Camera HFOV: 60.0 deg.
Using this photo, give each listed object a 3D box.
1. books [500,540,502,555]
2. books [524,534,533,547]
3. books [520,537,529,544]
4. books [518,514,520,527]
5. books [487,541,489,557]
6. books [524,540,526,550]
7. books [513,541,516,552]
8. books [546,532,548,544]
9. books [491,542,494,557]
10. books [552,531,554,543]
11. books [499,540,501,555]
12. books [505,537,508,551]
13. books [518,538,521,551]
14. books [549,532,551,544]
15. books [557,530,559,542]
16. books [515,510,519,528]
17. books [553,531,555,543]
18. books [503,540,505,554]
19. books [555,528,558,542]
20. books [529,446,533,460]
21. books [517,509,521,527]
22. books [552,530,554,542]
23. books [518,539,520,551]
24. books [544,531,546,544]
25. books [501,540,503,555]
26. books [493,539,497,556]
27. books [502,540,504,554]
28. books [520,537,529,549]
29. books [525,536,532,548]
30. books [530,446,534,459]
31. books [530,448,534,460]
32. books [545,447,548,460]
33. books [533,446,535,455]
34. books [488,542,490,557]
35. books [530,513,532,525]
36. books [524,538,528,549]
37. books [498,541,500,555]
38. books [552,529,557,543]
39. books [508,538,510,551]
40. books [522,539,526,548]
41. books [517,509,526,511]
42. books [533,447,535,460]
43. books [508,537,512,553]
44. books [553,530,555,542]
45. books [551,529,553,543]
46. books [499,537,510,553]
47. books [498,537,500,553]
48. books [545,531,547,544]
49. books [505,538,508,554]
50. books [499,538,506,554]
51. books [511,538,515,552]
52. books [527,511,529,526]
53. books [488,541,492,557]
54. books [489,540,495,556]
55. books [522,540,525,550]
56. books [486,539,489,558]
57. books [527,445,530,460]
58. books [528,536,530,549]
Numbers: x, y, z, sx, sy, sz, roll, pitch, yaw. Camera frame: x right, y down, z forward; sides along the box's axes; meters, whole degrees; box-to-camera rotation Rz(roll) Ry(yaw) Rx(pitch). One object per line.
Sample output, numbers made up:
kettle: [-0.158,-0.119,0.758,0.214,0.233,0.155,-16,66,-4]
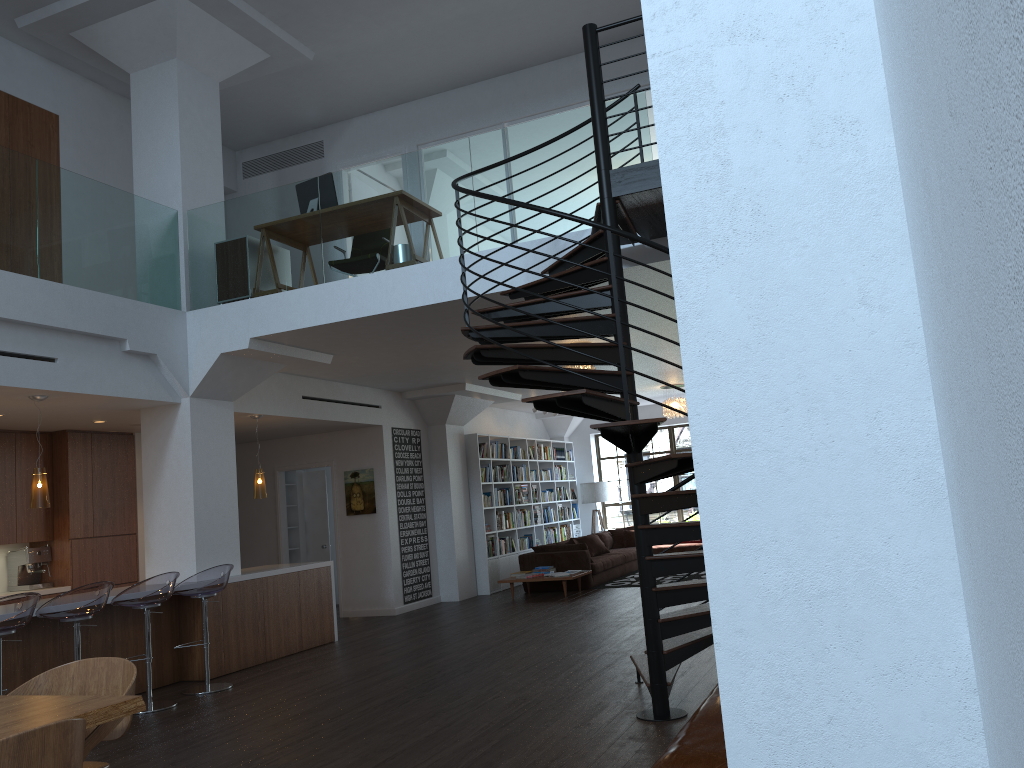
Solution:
books: [-0.244,2.563,13.865,0.161,0.223,0.032,-8,-8,22]
books: [0.287,2.683,15.133,0.140,0.231,0.042,-8,-8,22]
books: [0.213,2.680,14.953,0.146,0.202,0.027,-8,-8,22]
books: [0.046,2.262,14.662,0.161,0.223,0.026,-8,-8,21]
books: [-0.436,2.508,13.437,0.160,0.251,0.031,-8,-8,22]
books: [0.167,2.683,14.794,0.106,0.162,0.032,-8,-8,22]
books: [-0.032,2.620,14.360,0.161,0.207,0.135,-8,-8,21]
books: [0.546,2.745,15.731,0.161,0.223,0.026,-8,-8,21]
books: [-0.364,2.533,13.567,0.161,0.223,0.032,-8,-8,22]
books: [0.650,2.755,15.981,0.183,0.253,0.034,-8,-8,21]
books: [-0.265,2.548,13.842,0.160,0.251,0.031,-8,-8,22]
books: [-0.149,2.575,14.116,0.160,0.251,0.039,-8,-8,22]
books: [0.073,2.649,14.624,0.127,0.200,0.020,-8,-8,22]
books: [0.611,2.758,15.871,0.161,0.223,0.026,-8,-8,21]
books: [0.769,2.798,16.268,0.161,0.223,0.027,-8,-8,21]
books: [0.000,2.227,14.607,0.198,0.284,0.066,-8,-8,21]
books: [0.684,2.777,16.060,0.161,0.223,0.027,-8,-8,21]
books: [-0.196,2.582,13.973,0.161,0.223,0.030,-8,-8,22]
books: [0.739,2.774,16.208,0.180,0.259,0.060,-8,-8,21]
books: [0.248,1.223,15.554,0.174,0.236,0.136,-8,-8,21]
books: [0.050,2.233,14.706,0.176,0.290,0.053,-8,-8,21]
books: [0.665,2.762,16.023,0.171,0.246,0.057,-8,-8,21]
books: [0.049,2.646,14.554,0.139,0.191,0.036,-8,-8,22]
books: [0.506,2.725,15.669,0.183,0.253,0.034,-8,-8,21]
books: [-0.237,2.564,13.910,0.176,0.231,0.053,-8,-8,22]
books: [-0.332,2.531,13.684,0.180,0.251,0.048,-8,-8,22]
books: [-0.213,2.571,13.946,0.161,0.223,0.033,-8,-8,22]
books: [0.206,2.682,14.921,0.139,0.191,0.036,-8,-8,22]
books: [0.259,2.689,15.052,0.146,0.202,0.027,-8,-8,22]
books: [0.297,1.227,15.681,0.160,0.251,0.031,-8,-8,22]
books: [0.278,1.241,15.600,0.161,0.207,0.130,-8,-8,21]
books: [0.566,1.287,16.312,0.183,0.253,0.034,-8,-8,22]
books: [0.326,1.233,15.740,0.160,0.251,0.039,-8,-8,22]
books: [-0.415,2.523,13.460,0.161,0.223,0.032,-8,-8,22]
books: [0.248,2.310,15.153,0.161,0.223,0.026,-8,-8,21]
books: [0.198,2.685,14.892,0.128,0.178,0.021,-8,-8,22]
books: [-0.293,2.525,13.755,0.174,0.278,0.054,-8,-8,22]
books: [0.714,2.769,16.129,0.183,0.253,0.034,-8,-8,21]
books: [-0.128,2.594,14.197,0.168,0.231,0.045,-8,-8,22]
books: [0.176,2.683,14.818,0.107,0.167,0.017,-8,-8,22]
books: [0.153,2.258,14.957,0.176,0.290,0.036,-8,-8,21]
books: [0.319,1.242,15.704,0.161,0.223,0.032,-8,-8,22]
books: [-0.097,2.584,14.231,0.183,0.253,0.042,-8,-8,22]
books: [0.690,2.773,16.096,0.174,0.240,0.045,-8,-8,21]
books: [0.634,2.752,15.952,0.183,0.253,0.034,-8,-8,21]
books: [-0.136,2.574,14.154,0.180,0.259,0.042,-8,-8,22]
books: [-0.290,2.529,13.810,0.198,0.284,0.049,-8,-8,22]
books: [0.522,2.735,15.704,0.174,0.240,0.045,-8,-8,21]
books: [-0.161,2.573,14.079,0.171,0.246,0.039,-8,-8,22]
books: [-0.193,2.562,14.014,0.183,0.253,0.042,-8,-8,22]
books: [-0.062,2.601,14.313,0.174,0.236,0.142,-8,-8,21]
books: [0.195,2.285,15.036,0.160,0.250,0.026,-8,-8,21]
books: [-0.398,2.519,13.500,0.174,0.240,0.054,-8,-8,22]
books: [-0.364,2.524,13.608,0.183,0.253,0.042,-8,-8,22]
books: [0.151,2.680,14.773,0.120,0.167,0.020,-8,-8,22]
books: [-0.461,2.489,13.405,0.198,0.284,0.049,-8,-8,22]
books: [0.214,1.206,15.475,0.183,0.253,0.042,-8,-8,22]
books: [0.231,2.681,14.975,0.146,0.202,0.027,-8,-8,22]
